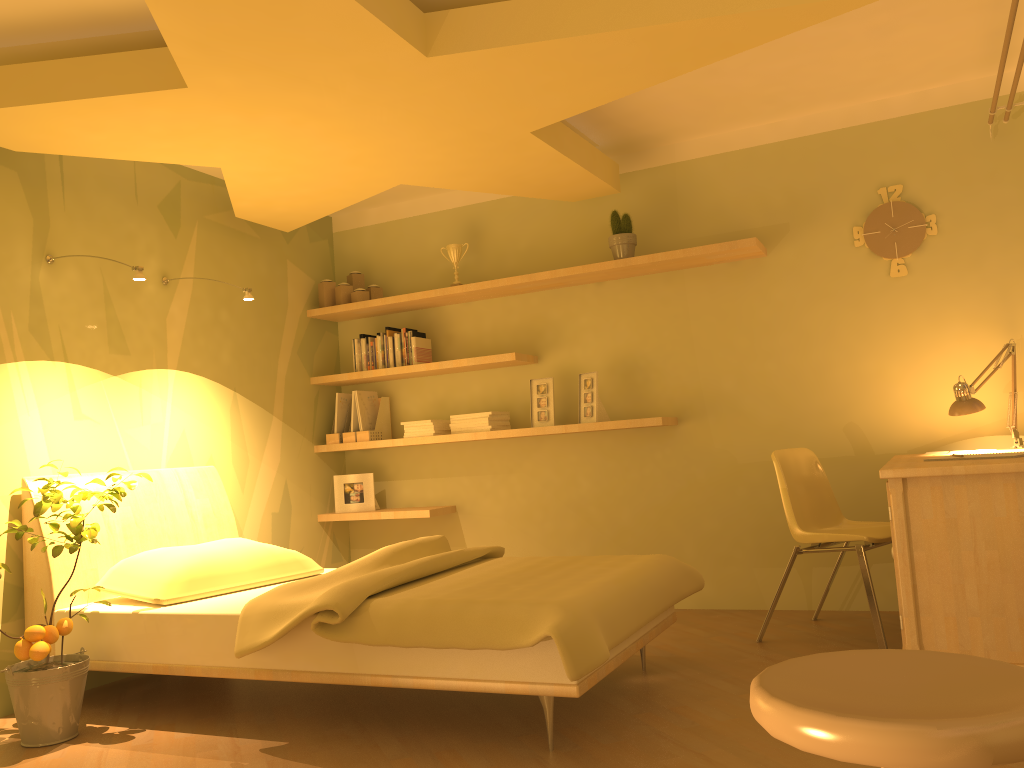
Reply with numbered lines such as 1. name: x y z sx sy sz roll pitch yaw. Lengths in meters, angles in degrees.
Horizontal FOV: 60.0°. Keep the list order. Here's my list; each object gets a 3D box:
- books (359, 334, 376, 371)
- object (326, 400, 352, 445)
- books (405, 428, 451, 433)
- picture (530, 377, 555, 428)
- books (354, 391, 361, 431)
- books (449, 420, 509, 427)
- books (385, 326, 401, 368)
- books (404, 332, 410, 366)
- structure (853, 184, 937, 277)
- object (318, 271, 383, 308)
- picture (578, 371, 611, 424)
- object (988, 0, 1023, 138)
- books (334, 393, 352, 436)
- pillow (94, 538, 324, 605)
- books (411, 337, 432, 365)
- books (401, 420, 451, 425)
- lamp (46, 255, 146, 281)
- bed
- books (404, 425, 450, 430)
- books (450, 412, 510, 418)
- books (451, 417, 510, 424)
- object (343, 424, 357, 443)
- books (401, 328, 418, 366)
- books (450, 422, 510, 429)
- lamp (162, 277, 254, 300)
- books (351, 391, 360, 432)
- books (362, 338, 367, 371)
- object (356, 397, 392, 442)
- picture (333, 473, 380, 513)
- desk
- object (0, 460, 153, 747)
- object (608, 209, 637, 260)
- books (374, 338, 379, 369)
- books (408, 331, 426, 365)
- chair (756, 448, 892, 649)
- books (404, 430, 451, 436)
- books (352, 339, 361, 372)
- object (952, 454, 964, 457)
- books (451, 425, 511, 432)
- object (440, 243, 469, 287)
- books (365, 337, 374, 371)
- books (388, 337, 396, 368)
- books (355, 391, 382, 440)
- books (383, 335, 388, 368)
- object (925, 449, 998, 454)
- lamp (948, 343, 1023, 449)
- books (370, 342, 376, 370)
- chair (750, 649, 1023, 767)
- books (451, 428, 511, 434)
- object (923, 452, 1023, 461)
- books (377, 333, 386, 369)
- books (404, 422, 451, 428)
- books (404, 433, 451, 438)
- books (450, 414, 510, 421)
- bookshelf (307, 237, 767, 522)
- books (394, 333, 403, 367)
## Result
1. books: -0.845 -0.174 5.224 0.032 0.229 0.138 -6 -5 25
2. object: -1.010 0.228 5.271 0.087 0.259 0.236 -6 -5 19
3. books: -0.454 0.261 5.021 0.190 0.015 0.270 -6 -5 26
4. picture: 0.188 0.103 4.778 0.134 0.264 0.171 -6 -5 24
5. books: -0.838 0.189 5.188 0.036 0.296 0.210 -6 -5 25
6. books: -0.180 0.216 4.879 0.270 0.015 0.190 -7 -5 35
7. books: -0.680 -0.202 5.137 0.021 0.247 0.157 -6 -5 25
8. books: -0.565 -0.190 5.083 0.022 0.198 0.157 -6 -5 25
9. structure: 1.791 -0.717 4.153 0.360 0.432 0.027 -6 -5 25
10. object: -0.962 -0.565 5.279 0.349 0.229 0.234 -6 -5 26
11. picture: 0.443 0.072 4.613 0.171 0.264 0.134 -1 -6 -39
12. object: 1.862 -1.183 3.189 0.190 0.113 1.708 -6 -5 25
13. books: -0.991 0.205 5.263 0.048 0.297 0.214 -6 -5 19
14. pillow: -1.231 0.765 3.670 0.482 0.213 0.801 -7 -5 35
15. books: -0.515 -0.179 5.047 0.032 0.163 0.178 -6 -5 25
16. books: -0.480 0.218 5.021 0.190 0.015 0.270 -6 -5 22
17. lamp: -1.686 -0.476 3.588 0.533 0.178 0.050 -6 -5 25
18. bed: -0.606 0.713 3.368 2.378 0.894 1.286 -6 -5 25
19. books: -0.459 0.246 5.017 0.190 0.015 0.270 -6 -5 24
20. books: -0.177 0.171 4.887 0.270 0.015 0.190 -7 -5 30
21. books: -0.174 0.200 4.876 0.270 0.015 0.190 -7 -6 38
22. object: -0.896 0.216 5.219 0.087 0.259 0.236 -6 -5 25
23. books: -0.586 -0.202 5.103 0.032 0.229 0.138 -6 -5 25
24. books: -0.175 0.230 4.873 0.270 0.015 0.190 -7 -6 37
25. lamp: -1.424 -0.451 4.147 0.533 0.178 0.050 -6 -5 25
26. books: -0.878 0.193 5.209 0.048 0.297 0.214 -6 -5 25
27. books: -0.824 -0.162 5.203 0.022 0.198 0.157 -6 -5 25
28. object: -0.809 0.206 5.178 0.087 0.259 0.236 -6 -5 25
29. picture: -0.913 0.637 5.197 0.247 0.219 0.131 -4 -4 2
30. desk: 1.769 0.622 3.233 0.684 0.720 1.396 -6 -5 25
31. object: -1.603 0.724 2.948 0.372 0.944 0.828 -5 -5 18
32. object: 0.565 -0.763 4.549 0.145 0.294 0.145 -5 -4 6
33. books: -0.749 -0.167 5.174 0.032 0.193 0.146 -6 -5 25
34. books: -0.541 -0.195 5.071 0.032 0.203 0.157 -6 -5 25
35. chair: 1.363 0.654 3.704 0.531 0.785 0.546 0 -6 -45
36. books: -0.462 0.277 5.020 0.190 0.015 0.270 -6 -5 21
37. books: -0.881 -0.159 5.230 0.040 0.203 0.157 -6 -5 25
38. object: 1.581 0.254 3.146 0.008 0.009 0.166 -5 -5 16
39. books: -0.171 0.246 4.881 0.270 0.015 0.190 -7 -5 32
40. object: -0.316 -0.651 5.004 0.160 0.268 0.095 -4 -4 -5
41. books: -0.800 -0.167 5.192 0.032 0.203 0.157 -6 -5 25
42. books: -0.657 -0.174 5.116 0.032 0.184 0.173 -6 -5 25
43. books: -0.829 0.188 5.188 0.043 0.296 0.210 -6 -5 25
44. books: -0.695 -0.178 5.144 0.017 0.203 0.155 -6 -5 25
45. object: 1.897 0.287 3.753 0.040 0.009 0.300 -1 -5 -35
46. lamp: 1.989 0.054 3.740 0.484 0.455 0.140 0 -6 -40
47. books: -0.775 -0.154 5.179 0.021 0.172 0.157 -6 -5 25
48. chair: 0.475 0.628 1.044 0.364 0.551 0.348 -7 -5 36
49. books: -0.170 0.261 4.880 0.270 0.015 0.190 -7 -5 35
50. object: 1.635 0.254 3.099 0.210 0.010 0.300 0 -6 -40
51. books: -0.723 -0.183 5.151 0.038 0.217 0.166 -6 -5 25
52. books: -0.458 0.232 5.025 0.190 0.015 0.270 -6 -5 27
53. books: -0.461 0.292 5.019 0.190 0.015 0.270 -6 -5 24
54. books: -0.177 0.187 4.900 0.270 0.015 0.190 -7 -5 35
55. bookshelf: 0.071 0.062 4.776 2.605 1.240 0.300 -6 -5 25
56. books: -0.622 -0.186 5.109 0.040 0.203 0.157 -6 -5 25
